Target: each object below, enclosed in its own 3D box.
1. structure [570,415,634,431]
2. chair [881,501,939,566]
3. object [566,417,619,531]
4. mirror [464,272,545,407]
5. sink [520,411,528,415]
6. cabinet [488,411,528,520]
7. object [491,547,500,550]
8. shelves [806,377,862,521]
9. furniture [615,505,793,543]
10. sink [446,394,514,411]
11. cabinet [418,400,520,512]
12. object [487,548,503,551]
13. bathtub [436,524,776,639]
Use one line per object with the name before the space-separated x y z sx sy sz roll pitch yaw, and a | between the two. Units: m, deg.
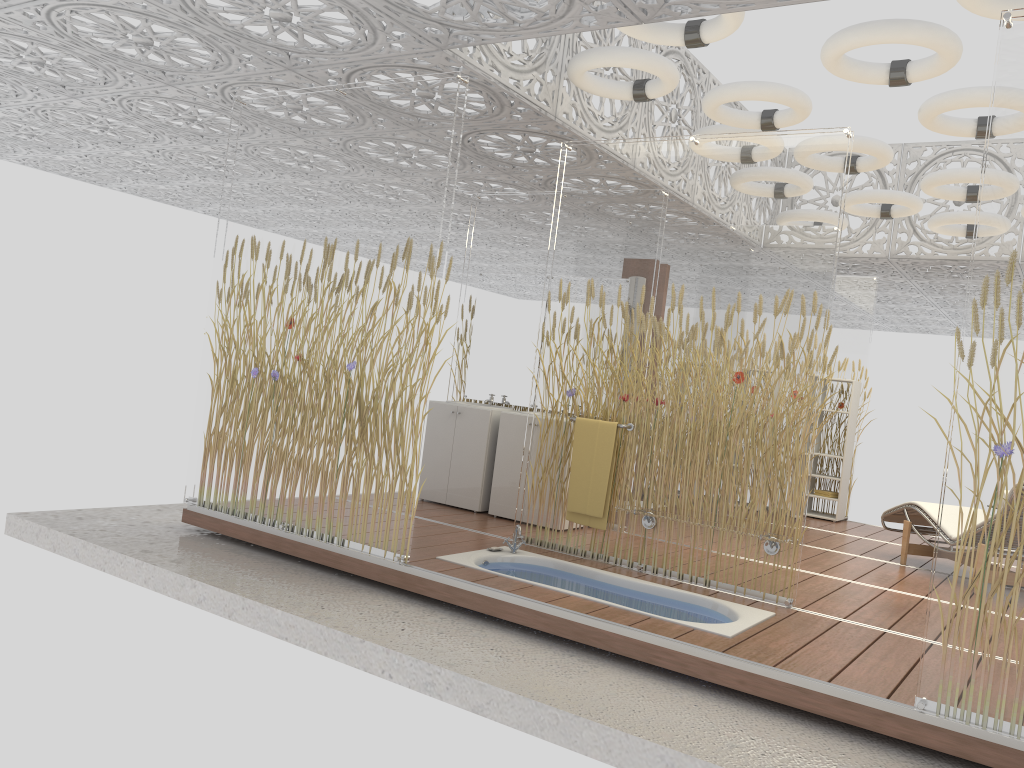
structure | 0.531 0.237 5.416 0.442 0.047 0.078 7 0 33
chair | 3.409 1.034 6.412 0.635 0.811 1.787 7 0 -7
object | 0.481 0.541 5.394 0.283 0.656 0.042 7 0 33
mirror | 0.249 -0.340 7.167 1.422 1.081 0.009 7 0 33
sink | 0.329 0.278 6.758 0.573 0.266 0.499 7 0 36
cabinet | 0.277 0.642 6.743 0.643 0.782 0.549 7 0 33
object | -0.100 0.989 5.330 0.035 0.016 0.066 7 0 42
shelves | 3.367 0.677 9.344 0.366 1.460 0.344 7 0 33
furniture | 1.041 0.767 4.905 0.977 0.014 0.178 7 0 33
sink | -0.267 0.203 7.151 0.573 0.266 0.499 7 0 30
cabinet | -0.320 0.567 7.137 0.643 0.782 0.549 7 0 33
object | -0.101 0.995 5.330 0.065 0.011 0.108 7 0 42
bathtub | 0.456 1.189 4.764 1.700 0.582 0.700 7 0 33
